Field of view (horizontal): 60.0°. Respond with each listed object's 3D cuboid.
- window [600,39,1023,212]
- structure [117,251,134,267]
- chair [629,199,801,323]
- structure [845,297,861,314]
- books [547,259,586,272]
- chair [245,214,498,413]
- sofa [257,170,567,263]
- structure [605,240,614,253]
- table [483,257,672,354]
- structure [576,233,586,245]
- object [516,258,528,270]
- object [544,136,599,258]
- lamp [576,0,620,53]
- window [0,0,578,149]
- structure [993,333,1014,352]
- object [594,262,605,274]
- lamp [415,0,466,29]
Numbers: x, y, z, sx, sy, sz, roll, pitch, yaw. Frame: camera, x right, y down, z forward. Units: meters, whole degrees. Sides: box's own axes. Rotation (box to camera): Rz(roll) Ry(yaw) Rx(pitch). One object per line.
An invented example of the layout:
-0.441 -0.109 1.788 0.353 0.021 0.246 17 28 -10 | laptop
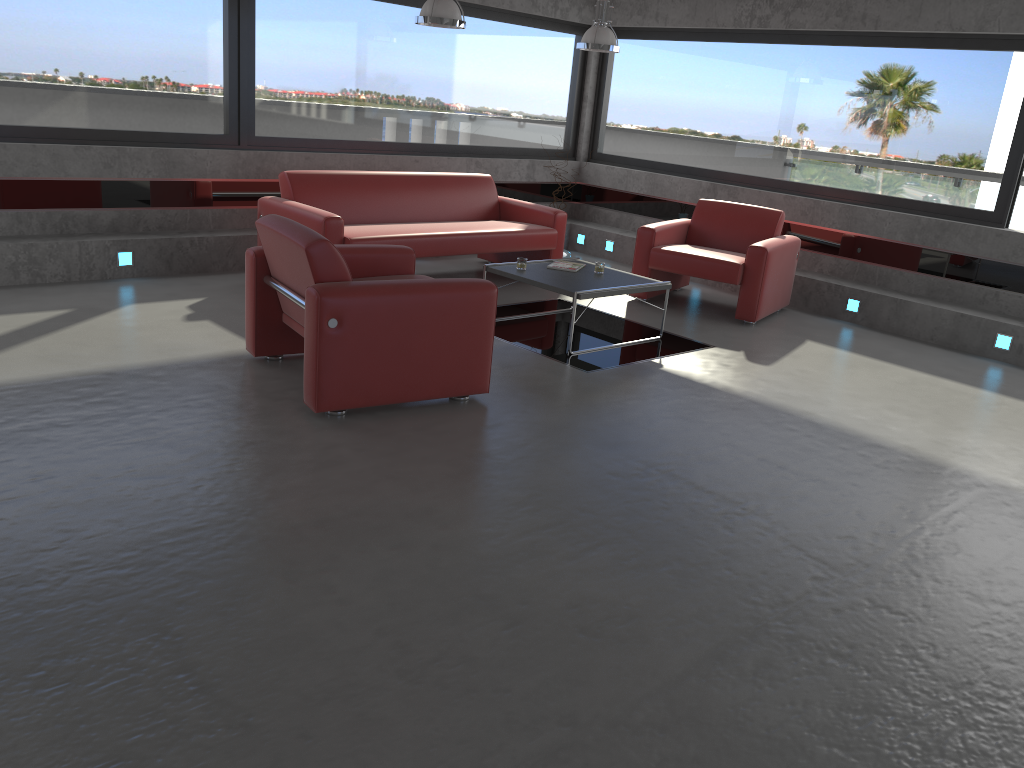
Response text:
2.589 -2.695 8.750 0.003 1.364 4.583 -11 24 -42 | window
-3.001 -0.971 6.884 0.123 0.123 0.004 -11 24 -42 | structure
1.809 -1.149 7.857 1.196 0.854 1.130 16 21 29 | chair
3.018 -0.695 7.848 0.004 0.123 0.123 -11 24 -42 | structure
0.420 -0.910 6.810 0.228 0.022 0.326 11 19 15 | books
-0.791 -0.485 5.042 1.130 0.854 1.196 -6 22 -33 | chair
-0.765 -1.361 7.732 2.626 0.854 1.120 -11 24 -42 | sofa
1.077 -1.523 9.800 0.004 0.123 0.123 -11 24 -42 | structure
0.465 -0.614 6.616 1.018 0.436 0.994 -11 24 -42 | table
0.785 -1.648 10.095 0.004 0.123 0.123 -11 24 -42 | structure
0.073 -0.887 6.546 0.079 0.077 0.079 15 20 27 | object
0.501 -1.953 9.342 0.466 1.289 0.531 -5 21 -30 | object
0.790 -3.187 7.884 0.388 0.422 0.389 18 22 33 | lamp
-2.134 -2.803 7.661 7.800 1.364 0.003 -11 24 -42 | window
3.872 -0.331 6.988 0.004 0.123 0.123 -11 24 -42 | structure
0.662 -0.878 6.696 0.079 0.077 0.079 -7 22 -34 | object
-0.527 -2.925 6.686 0.388 0.422 0.389 -11 24 -42 | lamp
